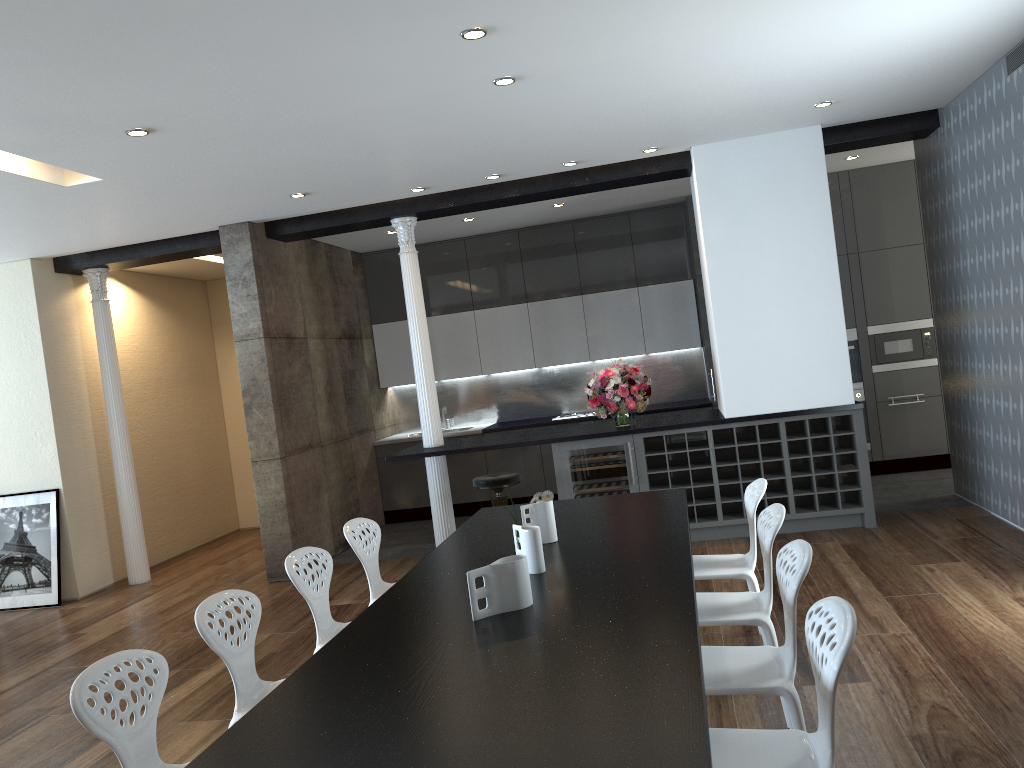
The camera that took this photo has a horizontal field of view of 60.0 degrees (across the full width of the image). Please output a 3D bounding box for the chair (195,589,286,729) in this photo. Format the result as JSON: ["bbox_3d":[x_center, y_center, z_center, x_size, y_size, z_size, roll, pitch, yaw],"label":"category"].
[{"bbox_3d":[-0.811,1.181,3.318,0.581,0.835,0.495,-7,1,10],"label":"chair"}]

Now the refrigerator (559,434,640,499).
[{"bbox_3d":[0.704,0.805,6.950,0.578,0.774,0.075,-7,1,14],"label":"refrigerator"}]

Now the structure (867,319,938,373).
[{"bbox_3d":[3.821,-0.381,8.827,0.595,0.452,0.528,-7,1,10],"label":"structure"}]

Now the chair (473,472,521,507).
[{"bbox_3d":[-1.401,1.442,3.927,16.134,0.952,21.556,-7,1,10],"label":"chair"}]

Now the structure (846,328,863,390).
[{"bbox_3d":[3.149,-0.226,8.962,0.595,0.596,0.591,-7,1,10],"label":"structure"}]

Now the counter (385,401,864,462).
[{"bbox_3d":[0.866,0.363,7.339,3.700,0.040,1.000,-7,1,10],"label":"counter"}]

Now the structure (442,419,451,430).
[{"bbox_3d":[-0.812,0.417,10.049,0.183,0.249,0.224,-7,1,11],"label":"structure"}]

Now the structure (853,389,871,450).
[{"bbox_3d":[3.226,0.370,8.976,0.595,0.596,0.591,-7,1,10],"label":"structure"}]

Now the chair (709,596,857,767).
[{"bbox_3d":[0.644,1.016,2.339,0.581,0.835,0.495,-7,1,10],"label":"chair"}]

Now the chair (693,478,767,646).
[{"bbox_3d":[1.018,0.917,4.411,0.581,0.835,0.495,-7,1,10],"label":"chair"}]

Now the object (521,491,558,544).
[{"bbox_3d":[0.121,0.608,4.036,0.161,0.233,0.076,-8,1,-8],"label":"object"}]

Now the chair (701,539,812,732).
[{"bbox_3d":[0.769,0.983,3.030,0.581,0.835,0.495,-7,1,10],"label":"chair"}]

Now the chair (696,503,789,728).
[{"bbox_3d":[0.894,0.950,3.720,0.581,0.835,0.495,-7,1,10],"label":"chair"}]

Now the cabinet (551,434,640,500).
[{"bbox_3d":[0.760,0.848,7.381,0.642,0.897,0.900,-7,1,10],"label":"cabinet"}]

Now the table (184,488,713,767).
[{"bbox_3d":[0.149,1.104,3.493,1.200,0.733,3.400,-7,1,10],"label":"table"}]

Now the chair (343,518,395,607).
[{"bbox_3d":[-0.543,1.112,4.730,0.581,0.835,0.495,-7,1,10],"label":"chair"}]

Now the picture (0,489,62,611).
[{"bbox_3d":[-4.241,1.446,7.706,0.700,0.988,0.195,-7,1,10],"label":"picture"}]

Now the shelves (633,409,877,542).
[{"bbox_3d":[1.902,0.704,7.168,1.700,0.897,0.900,-7,1,10],"label":"shelves"}]

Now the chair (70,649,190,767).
[{"bbox_3d":[-0.915,1.212,2.630,0.581,0.835,0.495,-7,1,10],"label":"chair"}]

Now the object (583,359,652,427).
[{"bbox_3d":[0.870,0.068,7.223,0.544,0.552,0.570,-7,1,17],"label":"object"}]

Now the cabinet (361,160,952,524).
[{"bbox_3d":[2.105,-0.430,9.253,7.409,2.980,0.827,-7,1,10],"label":"cabinet"}]

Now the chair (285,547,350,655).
[{"bbox_3d":[-0.671,1.146,4.041,0.581,0.835,0.495,-7,1,10],"label":"chair"}]

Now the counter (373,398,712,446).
[{"bbox_3d":[0.338,0.499,9.627,3.597,0.223,0.807,-7,1,10],"label":"counter"}]

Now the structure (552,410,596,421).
[{"bbox_3d":[0.905,0.318,9.473,0.900,0.066,0.520,-7,1,10],"label":"structure"}]
